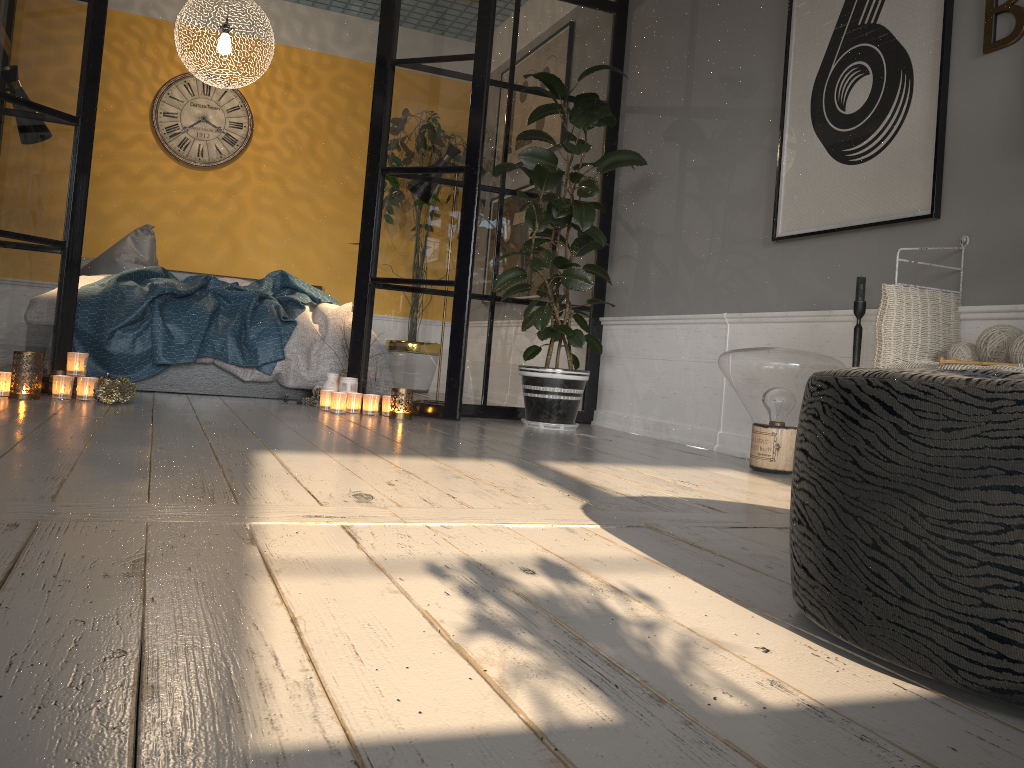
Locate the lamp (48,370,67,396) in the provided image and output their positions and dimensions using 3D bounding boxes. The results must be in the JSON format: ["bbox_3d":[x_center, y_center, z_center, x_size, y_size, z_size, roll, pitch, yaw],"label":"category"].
[{"bbox_3d":[-1.965,-0.003,3.841,0.080,0.107,0.081,5,-1,-22],"label":"lamp"}]

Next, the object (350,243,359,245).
[{"bbox_3d":[-0.683,-1.034,6.869,1.339,2.210,1.251,6,-2,-35],"label":"object"}]

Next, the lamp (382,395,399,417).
[{"bbox_3d":[-0.579,0.107,4.202,0.081,0.099,0.080,4,-1,18],"label":"lamp"}]

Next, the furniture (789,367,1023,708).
[{"bbox_3d":[0.743,0.169,1.133,0.733,0.357,0.737,4,1,-35],"label":"furniture"}]

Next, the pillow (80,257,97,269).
[{"bbox_3d":[-2.697,-0.686,6.166,0.515,0.456,0.753,5,0,40],"label":"pillow"}]

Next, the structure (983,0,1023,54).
[{"bbox_3d":[1.622,-1.138,2.419,0.024,0.263,0.740,6,1,-22],"label":"structure"}]

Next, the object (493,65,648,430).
[{"bbox_3d":[-1.151,-0.779,3.769,3.887,1.799,1.011,4,-1,-22],"label":"object"}]

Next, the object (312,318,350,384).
[{"bbox_3d":[-0.810,-0.133,4.657,0.438,0.523,0.277,5,-2,19],"label":"object"}]

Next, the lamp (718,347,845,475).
[{"bbox_3d":[0.938,0.091,3.126,0.432,0.438,0.432,5,0,0],"label":"lamp"}]

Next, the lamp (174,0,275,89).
[{"bbox_3d":[-1.819,-2.447,5.683,0.617,1.098,0.614,4,-2,19],"label":"lamp"}]

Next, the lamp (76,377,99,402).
[{"bbox_3d":[-1.761,0.022,3.666,0.081,0.099,0.080,4,-1,18],"label":"lamp"}]

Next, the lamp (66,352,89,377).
[{"bbox_3d":[-1.796,-0.080,3.655,0.081,0.099,0.080,4,-1,18],"label":"lamp"}]

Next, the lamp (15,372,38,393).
[{"bbox_3d":[-1.992,0.004,3.626,0.081,0.099,0.080,4,-1,18],"label":"lamp"}]

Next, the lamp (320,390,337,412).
[{"bbox_3d":[-0.884,0.080,4.249,0.081,0.099,0.080,4,-1,32],"label":"lamp"}]

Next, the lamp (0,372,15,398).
[{"bbox_3d":[-2.036,0.002,3.545,0.081,0.099,0.080,4,-1,18],"label":"lamp"}]

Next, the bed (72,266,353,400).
[{"bbox_3d":[-1.872,-0.377,5.578,1.893,0.771,2.325,4,1,-22],"label":"bed"}]

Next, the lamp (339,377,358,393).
[{"bbox_3d":[-0.798,0.053,4.307,0.092,0.167,0.088,4,-2,34],"label":"lamp"}]

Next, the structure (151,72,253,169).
[{"bbox_3d":[-2.325,-1.989,6.663,0.725,0.726,0.071,5,-2,-22],"label":"structure"}]

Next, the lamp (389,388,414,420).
[{"bbox_3d":[-0.515,0.093,4.124,0.108,0.141,0.107,4,-1,32],"label":"lamp"}]

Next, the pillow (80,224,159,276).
[{"bbox_3d":[-2.530,-0.759,5.780,0.781,0.600,0.499,5,-1,-16],"label":"pillow"}]

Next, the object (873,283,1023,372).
[{"bbox_3d":[1.361,-0.119,2.350,0.328,0.307,0.786,5,1,-21],"label":"object"}]

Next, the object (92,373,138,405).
[{"bbox_3d":[-1.768,0.015,3.879,0.191,0.118,0.718,5,1,-33],"label":"object"}]

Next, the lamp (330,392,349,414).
[{"bbox_3d":[-0.809,0.089,4.138,0.081,0.099,0.080,4,-1,18],"label":"lamp"}]

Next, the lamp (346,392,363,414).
[{"bbox_3d":[-0.753,0.092,4.208,0.081,0.099,0.080,4,-1,18],"label":"lamp"}]

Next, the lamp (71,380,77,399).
[{"bbox_3d":[-1.831,0.024,3.755,0.069,0.080,0.069,5,-1,-14],"label":"lamp"}]

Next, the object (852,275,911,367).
[{"bbox_3d":[1.198,-0.015,2.890,0.091,0.702,0.280,6,-2,-30],"label":"object"}]

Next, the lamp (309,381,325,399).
[{"bbox_3d":[-0.986,0.050,4.592,0.096,0.131,0.108,4,-1,38],"label":"lamp"}]

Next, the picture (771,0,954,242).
[{"bbox_3d":[-0.641,-1.441,2.683,4.030,1.798,7.302,4,1,-22],"label":"picture"}]

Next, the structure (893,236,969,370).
[{"bbox_3d":[1.769,-0.154,1.424,0.307,0.487,2.779,5,1,-22],"label":"structure"}]

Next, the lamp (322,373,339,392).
[{"bbox_3d":[-0.894,0.038,4.377,0.092,0.180,0.092,5,-2,-1],"label":"lamp"}]

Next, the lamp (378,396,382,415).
[{"bbox_3d":[-0.650,0.103,4.287,0.063,0.091,0.063,6,-2,-40],"label":"lamp"}]

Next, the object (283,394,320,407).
[{"bbox_3d":[-1.075,0.085,4.553,0.327,0.054,0.087,6,1,32],"label":"object"}]

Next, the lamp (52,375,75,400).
[{"bbox_3d":[-1.848,0.015,3.639,0.081,0.099,0.080,4,-1,18],"label":"lamp"}]

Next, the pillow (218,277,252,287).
[{"bbox_3d":[-1.891,-0.617,6.038,0.485,0.227,0.591,5,1,27],"label":"pillow"}]

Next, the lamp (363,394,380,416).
[{"bbox_3d":[-0.668,0.100,4.190,0.081,0.099,0.080,4,-1,18],"label":"lamp"}]

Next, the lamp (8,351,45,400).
[{"bbox_3d":[-1.938,-0.034,3.533,0.114,0.187,0.115,5,-1,-23],"label":"lamp"}]
